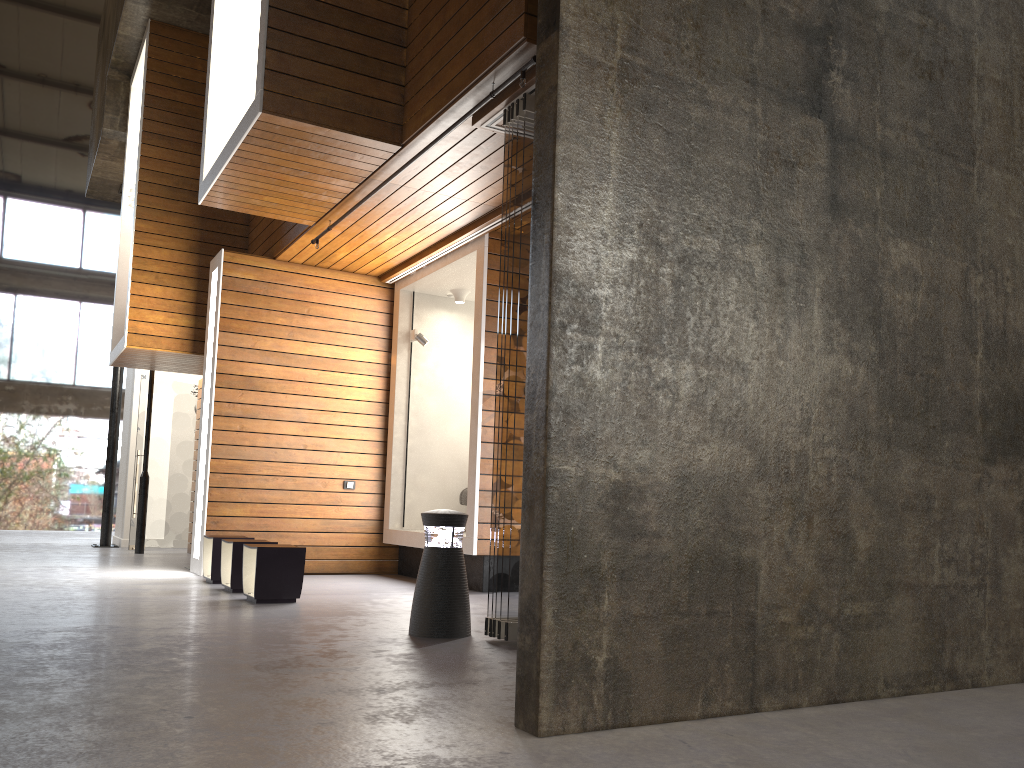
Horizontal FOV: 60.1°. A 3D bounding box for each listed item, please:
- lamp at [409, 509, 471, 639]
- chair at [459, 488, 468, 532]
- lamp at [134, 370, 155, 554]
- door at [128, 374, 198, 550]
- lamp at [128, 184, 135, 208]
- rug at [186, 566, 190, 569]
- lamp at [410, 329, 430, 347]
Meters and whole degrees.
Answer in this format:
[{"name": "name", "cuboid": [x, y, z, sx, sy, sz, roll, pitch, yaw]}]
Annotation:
[{"name": "lamp", "cuboid": [-0.392, 1.056, 4.993, 0.348, 0.693, 0.349, 4, -6, -23]}, {"name": "chair", "cuboid": [-0.072, 0.969, 8.950, 0.825, 1.066, 0.758, 4, -6, -14]}, {"name": "lamp", "cuboid": [-4.600, 0.730, 11.170, 0.630, 2.934, 0.633, 1, -5, 12]}, {"name": "door", "cuboid": [-4.681, 1.104, 12.178, 0.146, 2.293, 1.292, 0, -6, 23]}, {"name": "lamp", "cuboid": [-4.059, -2.754, 10.088, 0.512, 1.766, 0.490, -1, -6, 24]}, {"name": "rug", "cuboid": [-2.574, 1.934, 9.301, 1.580, 0.014, 0.542, 6, -9, -29]}, {"name": "lamp", "cuboid": [-0.956, -0.470, 9.026, 0.249, 0.187, 0.130, -2, -7, 29]}]
